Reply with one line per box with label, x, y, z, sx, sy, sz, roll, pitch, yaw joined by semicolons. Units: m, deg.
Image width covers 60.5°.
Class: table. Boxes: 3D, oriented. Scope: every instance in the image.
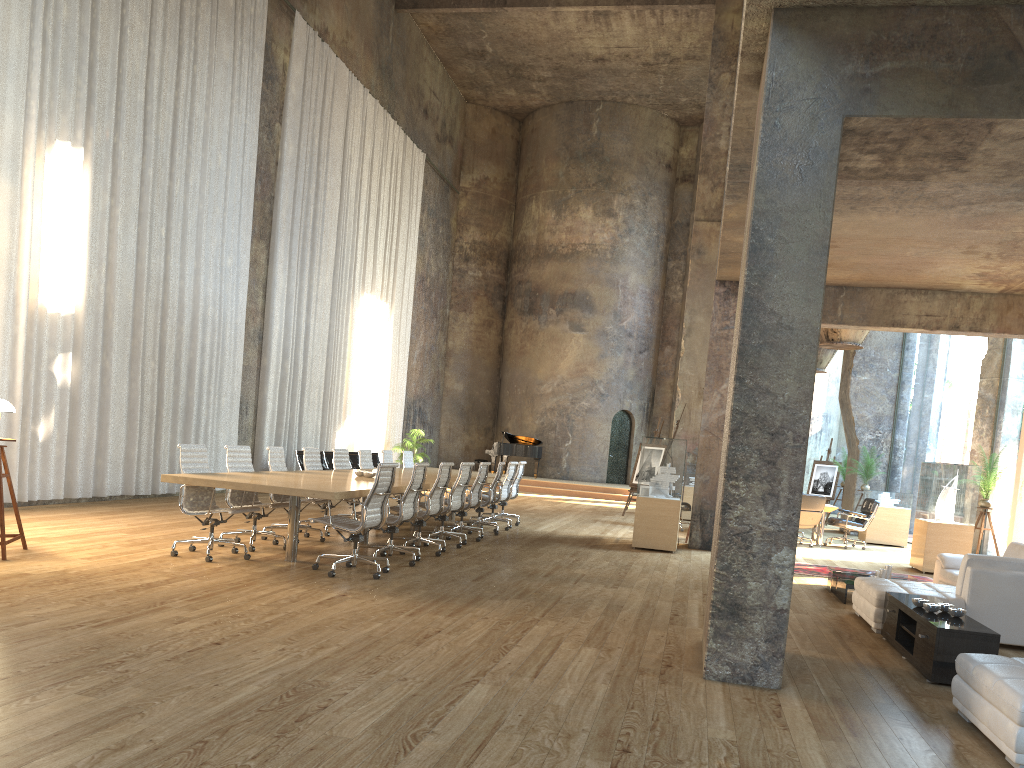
table;3.863;2.157;9.489;0.857;0.248;0.370;4;-2;12
table;4.406;2.390;15.595;2.404;0.704;1.104;4;-2;12
table;-1.477;1.542;11.185;1.597;0.761;7.717;4;-4;12
table;3.785;2.147;9.129;0.788;0.203;1.111;4;-4;12

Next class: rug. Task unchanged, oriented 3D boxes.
rug;4.228;2.430;11.328;2.456;0.009;1.347;4;-4;12

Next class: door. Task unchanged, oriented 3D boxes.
door;3.272;1.935;27.057;0.906;2.310;0.090;3;4;-30

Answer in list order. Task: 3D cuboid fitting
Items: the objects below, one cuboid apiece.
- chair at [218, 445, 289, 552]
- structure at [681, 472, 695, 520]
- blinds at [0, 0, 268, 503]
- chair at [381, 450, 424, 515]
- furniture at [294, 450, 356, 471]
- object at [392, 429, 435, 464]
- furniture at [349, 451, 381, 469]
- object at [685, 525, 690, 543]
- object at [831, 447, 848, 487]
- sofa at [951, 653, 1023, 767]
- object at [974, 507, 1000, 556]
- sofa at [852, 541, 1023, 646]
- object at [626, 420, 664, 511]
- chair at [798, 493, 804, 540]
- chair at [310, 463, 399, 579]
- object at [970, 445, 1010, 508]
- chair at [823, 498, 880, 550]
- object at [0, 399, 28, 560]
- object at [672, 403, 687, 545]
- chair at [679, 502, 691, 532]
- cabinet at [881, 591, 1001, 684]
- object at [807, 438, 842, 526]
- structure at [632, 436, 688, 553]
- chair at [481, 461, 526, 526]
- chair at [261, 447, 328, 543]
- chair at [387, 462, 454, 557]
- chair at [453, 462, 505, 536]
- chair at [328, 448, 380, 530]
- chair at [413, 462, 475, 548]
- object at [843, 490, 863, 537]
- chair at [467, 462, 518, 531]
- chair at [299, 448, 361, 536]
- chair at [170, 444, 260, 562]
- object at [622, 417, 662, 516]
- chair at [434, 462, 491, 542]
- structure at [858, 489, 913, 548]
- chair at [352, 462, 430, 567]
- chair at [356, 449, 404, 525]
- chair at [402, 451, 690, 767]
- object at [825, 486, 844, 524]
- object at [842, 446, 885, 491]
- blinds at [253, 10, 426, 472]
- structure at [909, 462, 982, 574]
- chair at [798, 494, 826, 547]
chair;-2.587;1.165;9.012;0.696;1.031;0.665;6;2;20
structure;4.024;2.409;18.669;0.741;1.020;0.734;5;1;12
blinds;-5.258;-2.814;11.277;0.274;8.691;7.822;6;1;13
chair;-1.672;1.545;13.401;0.697;1.031;0.664;5;2;15
furniture;-3.431;1.706;16.706;0.706;0.845;1.872;5;-2;12
object;-2.531;1.877;22.541;1.091;1.465;1.125;5;1;3
furniture;-2.938;1.908;19.041;0.706;0.845;1.872;5;-2;12
object;3.068;1.860;13.781;0.569;1.305;0.656;6;2;12
object;7.628;1.896;20.162;0.683;0.945;0.861;6;1;33
sofa;3.395;1.519;4.260;2.062;0.725;1.071;4;-2;11
object;6.713;2.263;12.729;0.661;0.978;0.566;4;2;-24
sofa;4.263;1.874;8.370;2.059;0.725;2.929;4;-3;12
object;3.140;1.885;20.040;0.679;2.159;0.702;7;4;38
chair;5.071;2.397;16.229;0.727;0.897;0.821;5;0;13
chair;-1.414;1.191;7.874;0.696;1.031;0.665;5;2;18
object;6.858;1.318;12.660;0.687;0.945;0.857;5;0;3
chair;5.866;2.403;15.285;0.819;0.898;0.728;5;1;6
object;-4.206;0.772;7.203;0.660;1.305;0.565;3;3;-45
object;2.254;1.335;13.114;0.683;2.159;0.698;6;3;11
chair;2.903;2.185;15.913;0.819;0.898;0.728;5;1;8
cabinet;2.995;1.799;6.284;0.395;0.370;1.562;5;-3;12
object;7.590;2.364;21.338;0.695;2.159;0.686;8;4;41
structure;2.066;1.533;12.256;0.593;1.556;0.741;6;2;12
chair;-0.149;1.722;14.040;0.696;1.031;0.665;5;2;17
chair;-2.409;1.238;9.849;0.697;1.031;0.664;5;2;11
chair;-1.028;1.349;9.698;0.696;1.031;0.665;5;2;17
chair;-0.462;1.579;12.349;0.697;1.031;0.664;5;2;11
chair;-2.043;1.391;11.624;0.696;1.031;0.665;6;2;20
chair;-0.845;1.425;10.578;0.696;1.031;0.665;6;2;20
object;7.152;2.642;17.716;0.661;0.978;0.566;4;2;-42
chair;-0.293;1.651;13.188;0.696;1.031;0.665;6;2;20
chair;-2.228;1.316;10.763;0.696;1.031;0.665;5;2;17
chair;-2.737;1.094;8.161;0.696;1.031;0.665;5;2;17
object;2.853;1.732;18.172;0.695;2.159;0.686;8;4;44
chair;-0.660;1.500;11.438;0.696;1.031;0.665;5;2;17
structure;7.083;2.544;16.699;0.733;1.020;0.742;5;1;12
chair;-1.216;1.271;8.801;0.697;1.031;0.664;5;2;15
chair;-1.860;1.467;12.503;0.696;1.031;0.665;5;2;17
chair;1.279;1.831;13.697;12.918;1.036;31.514;4;-4;12
object;7.595;2.849;20.189;0.657;0.978;0.569;5;2;6
object;7.100;1.686;17.761;0.856;0.945;0.687;5;1;15
blinds;-3.471;-2.081;19.729;0.274;8.691;7.822;6;1;13
structure;6.080;1.894;12.362;0.593;1.556;0.741;6;2;12
chair;4.768;2.274;14.811;0.731;0.897;0.816;5;0;-14
